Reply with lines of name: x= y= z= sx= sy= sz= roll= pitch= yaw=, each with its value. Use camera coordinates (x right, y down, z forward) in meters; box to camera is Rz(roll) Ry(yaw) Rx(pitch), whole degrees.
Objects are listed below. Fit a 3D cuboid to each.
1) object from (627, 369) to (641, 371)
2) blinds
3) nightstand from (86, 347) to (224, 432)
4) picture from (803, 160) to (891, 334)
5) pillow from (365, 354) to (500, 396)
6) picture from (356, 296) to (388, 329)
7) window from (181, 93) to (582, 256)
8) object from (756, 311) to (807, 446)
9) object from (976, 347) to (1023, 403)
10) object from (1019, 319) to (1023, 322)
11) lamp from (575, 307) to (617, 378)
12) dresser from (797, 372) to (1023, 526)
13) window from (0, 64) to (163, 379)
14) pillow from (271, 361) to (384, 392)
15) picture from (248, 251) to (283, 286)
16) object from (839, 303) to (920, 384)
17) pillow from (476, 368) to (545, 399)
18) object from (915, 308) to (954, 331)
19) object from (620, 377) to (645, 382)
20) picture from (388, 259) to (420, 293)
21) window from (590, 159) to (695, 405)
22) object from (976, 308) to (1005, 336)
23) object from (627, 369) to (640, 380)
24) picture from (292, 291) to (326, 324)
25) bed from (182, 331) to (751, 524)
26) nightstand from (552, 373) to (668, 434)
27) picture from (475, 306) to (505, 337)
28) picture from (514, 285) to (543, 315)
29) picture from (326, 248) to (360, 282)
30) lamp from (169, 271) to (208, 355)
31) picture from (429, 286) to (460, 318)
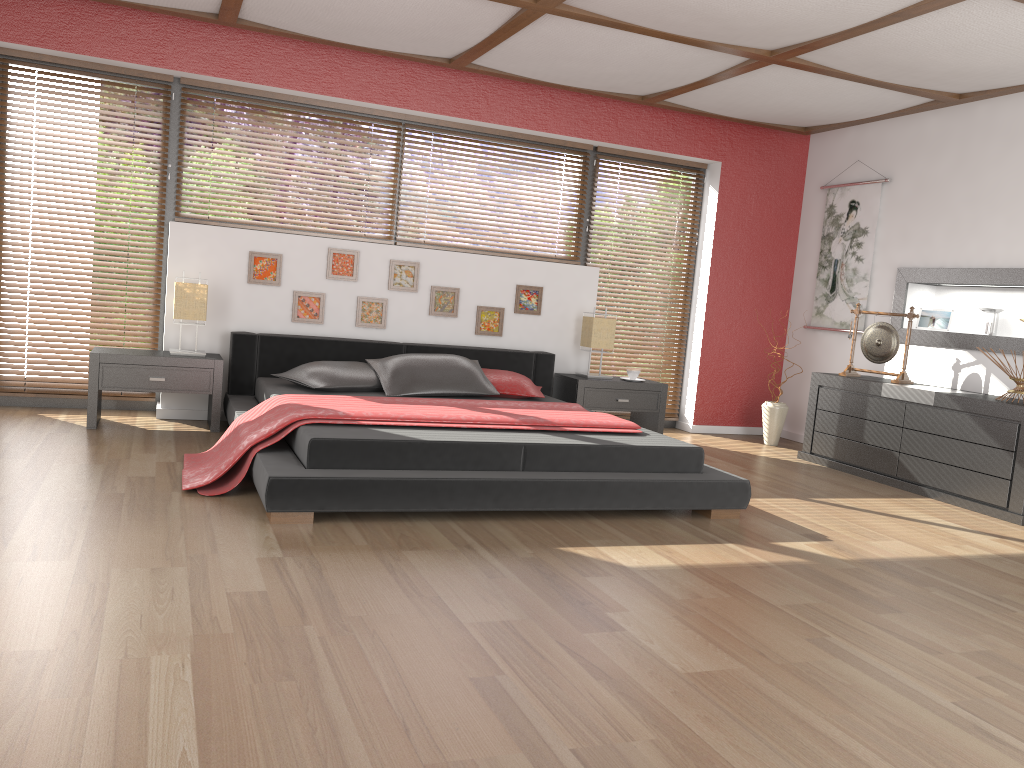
object: x=0.861 y=-0.098 z=6.246 sx=0.007 sy=0.007 sz=0.192 roll=9 pitch=7 yaw=37
blinds: x=-0.824 y=-0.813 z=6.137 sx=4.840 sy=1.952 sz=0.032 roll=3 pitch=6 yaw=-22
nightstand: x=-2.075 y=0.032 z=5.179 sx=0.700 sy=0.423 sz=0.413 roll=3 pitch=6 yaw=-22
picture: x=2.488 y=-1.022 z=6.600 sx=0.028 sy=1.270 sz=0.701 roll=3 pitch=6 yaw=-22
pillow: x=-0.474 y=-0.059 z=5.344 sx=0.744 sy=0.241 sz=0.386 roll=2 pitch=6 yaw=-26
picture: x=-0.922 y=-0.469 z=5.834 sx=0.200 sy=0.200 sz=0.010 roll=3 pitch=6 yaw=-22
window: x=-0.794 y=-1.395 z=6.145 sx=2.817 sy=0.786 sz=0.020 roll=3 pitch=6 yaw=-22
object: x=1.946 y=-0.056 z=6.628 sx=0.364 sy=1.035 sz=0.422 roll=10 pitch=8 yaw=43
object: x=2.804 y=-0.040 z=4.876 sx=0.481 sy=0.282 sz=0.481 roll=9 pitch=7 yaw=34
object: x=3.179 y=-0.307 z=5.177 sx=0.181 sy=0.116 sz=0.350 roll=2 pitch=7 yaw=-32
lamp: x=0.600 y=-0.296 z=6.237 sx=0.200 sy=0.480 sz=0.200 roll=3 pitch=6 yaw=-22
dresser: x=2.574 y=0.333 z=5.429 sx=0.540 sy=0.608 sz=1.740 roll=3 pitch=6 yaw=-22
window: x=-2.652 y=-0.949 z=5.469 sx=0.889 sy=1.893 sz=0.020 roll=3 pitch=6 yaw=-22
pillow: x=-0.985 y=-0.043 z=5.237 sx=0.418 sy=0.172 sz=0.745 roll=10 pitch=8 yaw=43
picture: x=-1.546 y=-0.722 z=5.554 sx=0.200 sy=0.200 sz=0.010 roll=3 pitch=6 yaw=-22
object: x=2.419 y=-0.275 z=5.829 sx=0.173 sy=0.498 sz=0.490 roll=1 pitch=7 yaw=-37
pillow: x=-0.160 y=-0.007 z=5.626 sx=0.745 sy=0.172 sz=0.418 roll=5 pitch=6 yaw=-3
object: x=2.846 y=-0.435 z=5.974 sx=0.041 sy=0.146 sz=0.226 roll=0 pitch=7 yaw=-42
object: x=0.852 y=-0.030 z=6.269 sx=0.179 sy=0.012 sz=0.179 roll=5 pitch=6 yaw=3
picture: x=-0.717 y=-0.716 z=5.883 sx=0.200 sy=0.200 sz=0.010 roll=3 pitch=6 yaw=-22
window: x=0.963 y=-0.765 z=6.924 sx=0.889 sy=1.893 sz=0.020 roll=3 pitch=6 yaw=-22
object: x=3.026 y=-0.391 z=5.613 sx=0.159 sy=0.171 sz=0.159 roll=8 pitch=6 yaw=27
object: x=0.855 y=-0.062 z=6.266 sx=0.099 sy=0.069 sz=0.099 roll=5 pitch=6 yaw=3
picture: x=-1.303 y=-0.489 z=5.681 sx=0.200 sy=0.200 sz=0.010 roll=3 pitch=6 yaw=-22
bed: x=-0.456 y=0.142 z=4.750 sx=2.469 sy=0.577 sz=2.413 roll=3 pitch=6 yaw=-22
nightstand: x=0.684 y=0.172 z=6.289 sx=0.700 sy=0.423 sz=0.413 roll=3 pitch=6 yaw=-22
picture: x=-0.154 y=-0.435 z=6.143 sx=0.200 sy=0.200 sz=0.010 roll=3 pitch=6 yaw=-22
picture: x=0.117 y=-0.589 z=6.229 sx=0.200 sy=0.200 sz=0.010 roll=3 pitch=6 yaw=-22
picture: x=-1.092 y=-0.770 z=5.727 sx=0.200 sy=0.200 sz=0.010 roll=3 pitch=6 yaw=-22
lamp: x=-1.900 y=-0.423 z=5.231 sx=0.200 sy=0.480 sz=0.200 roll=3 pitch=6 yaw=-22
picture: x=-0.458 y=-0.557 z=6.006 sx=0.200 sy=0.200 sz=0.010 roll=3 pitch=6 yaw=-22
